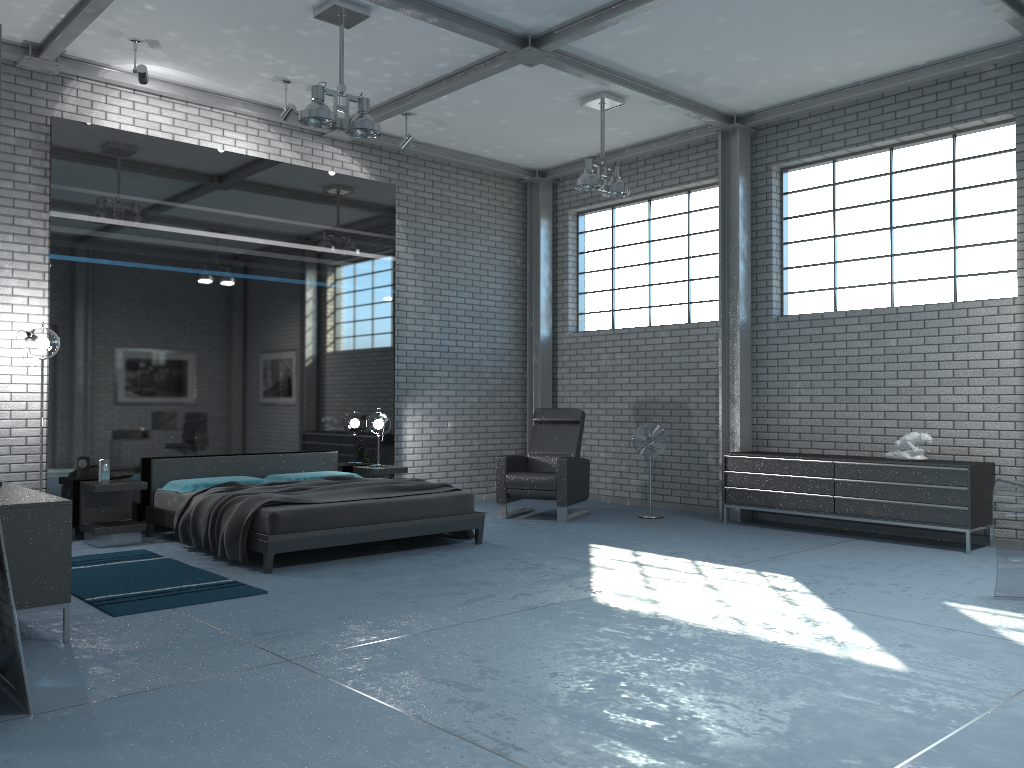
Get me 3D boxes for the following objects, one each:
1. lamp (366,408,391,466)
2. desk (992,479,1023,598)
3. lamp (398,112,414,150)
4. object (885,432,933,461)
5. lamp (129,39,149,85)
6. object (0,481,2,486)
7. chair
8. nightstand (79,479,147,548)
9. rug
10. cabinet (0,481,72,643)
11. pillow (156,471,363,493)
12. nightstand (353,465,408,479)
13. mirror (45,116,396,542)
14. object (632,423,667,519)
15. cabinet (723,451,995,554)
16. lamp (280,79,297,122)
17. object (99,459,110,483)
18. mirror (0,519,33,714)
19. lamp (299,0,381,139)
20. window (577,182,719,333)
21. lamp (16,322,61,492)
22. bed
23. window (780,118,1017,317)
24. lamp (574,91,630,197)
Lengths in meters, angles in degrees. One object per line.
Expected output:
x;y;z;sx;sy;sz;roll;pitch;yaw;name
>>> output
-1.365;0.539;9.089;0.259;0.596;0.250;1;-1;-34;lamp
3.040;0.904;4.628;0.593;0.718;1.358;0;-1;13;desk
-1.057;-2.492;8.758;0.161;0.343;0.137;0;-1;18;lamp
3.325;0.518;7.426;0.151;0.244;0.496;0;-1;-17;object
-2.955;-2.548;7.024;0.137;0.311;0.166;0;-1;-17;lamp
-3.066;0.455;4.934;0.369;0.237;0.221;0;-1;13;object
0.362;0.800;9.137;0.763;1.099;0.940;0;-1;23;chair
-3.266;1.052;7.262;0.400;0.501;0.400;1;-2;-42;nightstand
-2.503;1.273;5.838;0.886;0.012;2.060;1;-2;-42;rug
-3.069;0.915;4.943;0.510;0.682;2.250;1;-2;-42;cabinet
-2.225;0.881;8.035;1.810;0.115;0.567;1;-2;-42;pillow
-1.337;1.092;9.005;0.400;0.501;0.400;1;-2;-42;nightstand
-2.531;-0.423;8.392;3.400;3.500;0.050;1;-2;-42;mirror
1.401;0.871;8.983;0.342;0.954;0.258;0;-1;14;object
2.960;0.987;7.823;0.510;0.682;2.250;1;-2;-42;cabinet
-2.013;-2.517;7.893;0.167;0.332;0.137;-1;-1;38;lamp
-3.329;0.709;7.244;0.032;0.184;0.100;0;-1;16;object
-2.067;0.740;3.502;0.165;0.978;0.674;1;-2;-42;mirror
-1.231;-2.276;6.400;0.639;0.872;0.300;1;-2;-42;lamp
1.575;-1.378;10.135;0.100;1.500;2.200;1;-2;-42;window
-3.647;0.401;6.864;0.259;1.773;0.250;0;-1;3;lamp
-1.624;0.985;7.487;2.290;0.674;2.261;1;-2;-42;bed
3.454;-1.417;8.059;0.100;1.500;2.200;1;-2;-42;window
0.845;-2.233;8.278;0.639;0.872;0.300;1;-2;-42;lamp
